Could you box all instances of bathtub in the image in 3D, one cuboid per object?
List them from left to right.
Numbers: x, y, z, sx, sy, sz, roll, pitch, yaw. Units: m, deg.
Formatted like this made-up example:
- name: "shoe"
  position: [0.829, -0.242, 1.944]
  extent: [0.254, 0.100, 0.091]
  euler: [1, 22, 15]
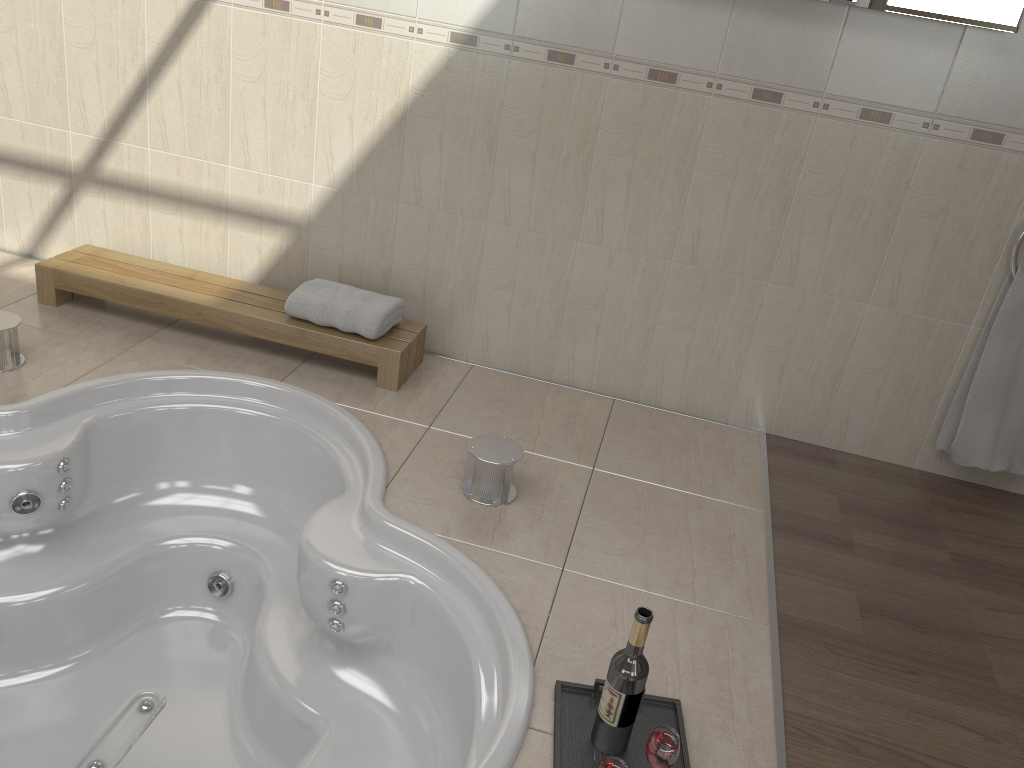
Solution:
- name: "bathtub"
  position: [-1.002, 0.687, 1.949]
  extent: [1.754, 0.674, 1.751]
  euler: [-8, 31, -32]

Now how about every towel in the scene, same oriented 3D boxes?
- name: "towel"
  position: [-0.539, -0.249, 2.868]
  extent: [0.331, 0.099, 0.233]
  euler: [16, 26, 12]
- name: "towel"
  position: [1.503, -0.026, 2.623]
  extent: [0.280, 0.634, 0.101]
  euler: [13, 26, 6]

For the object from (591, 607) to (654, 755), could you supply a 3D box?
- name: "object"
  position: [0.205, 0.528, 1.589]
  extent: [0.070, 0.307, 0.070]
  euler: [-1, 28, -22]

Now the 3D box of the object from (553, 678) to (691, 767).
- name: "object"
  position: [0.200, 0.692, 1.581]
  extent: [0.250, 0.040, 0.400]
  euler: [9, 26, -1]

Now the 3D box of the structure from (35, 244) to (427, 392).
- name: "structure"
  position: [-0.940, -0.236, 2.977]
  extent: [1.280, 0.140, 0.260]
  euler: [14, 26, 8]

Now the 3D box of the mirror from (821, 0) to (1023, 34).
- name: "mirror"
  position: [-0.395, -1.581, 2.393]
  extent: [3.600, 0.600, 0.005]
  euler: [14, 26, 8]

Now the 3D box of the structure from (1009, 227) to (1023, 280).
- name: "structure"
  position: [1.561, -0.384, 2.486]
  extent: [0.291, 0.332, 0.051]
  euler: [14, 26, 8]

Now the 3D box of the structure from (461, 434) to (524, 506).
- name: "structure"
  position: [-0.052, 0.227, 2.345]
  extent: [0.150, 0.131, 0.150]
  euler: [18, 27, 17]

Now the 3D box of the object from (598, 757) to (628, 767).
- name: "object"
  position: [0.152, 0.678, 1.440]
  extent: [0.055, 0.153, 0.055]
  euler: [10, 26, 2]

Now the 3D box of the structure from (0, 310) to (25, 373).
- name: "structure"
  position: [-1.495, -0.123, 2.558]
  extent: [0.150, 0.131, 0.150]
  euler: [9, 26, -1]

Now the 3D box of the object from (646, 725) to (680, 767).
- name: "object"
  position: [0.247, 0.657, 1.517]
  extent: [0.055, 0.153, 0.055]
  euler: [10, 26, 2]
